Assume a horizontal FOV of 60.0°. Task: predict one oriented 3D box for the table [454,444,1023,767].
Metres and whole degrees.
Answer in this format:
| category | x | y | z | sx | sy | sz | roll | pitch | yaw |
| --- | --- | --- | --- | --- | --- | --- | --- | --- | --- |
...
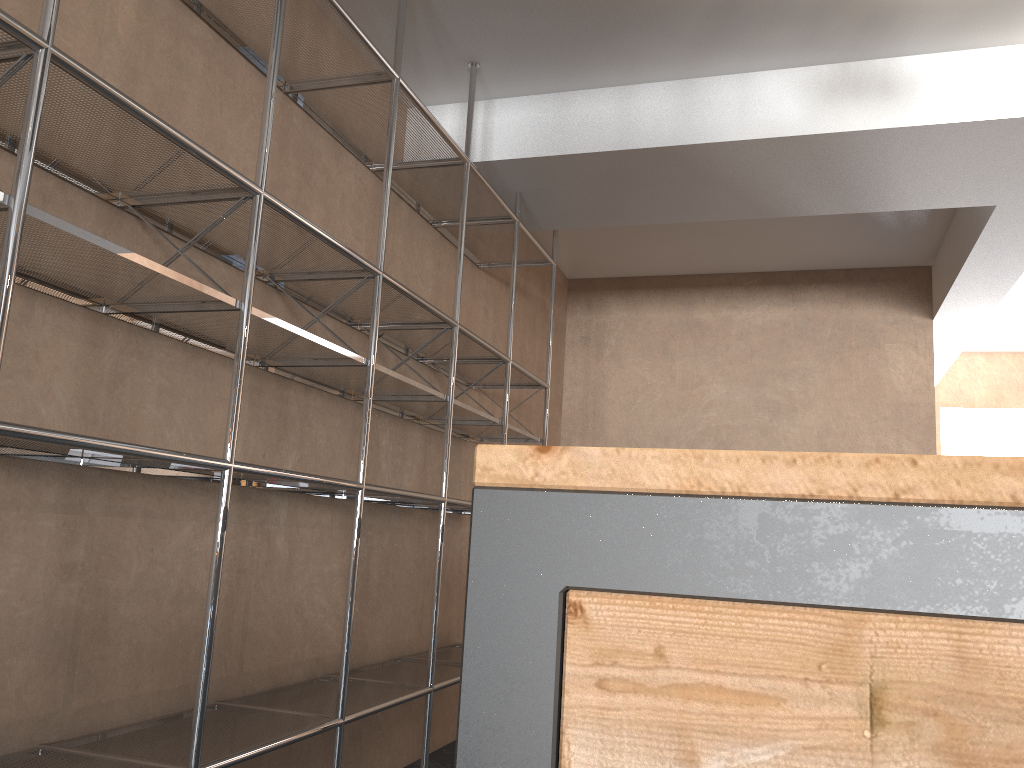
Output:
| category | x | y | z | sx | sy | sz | roll | pitch | yaw |
| --- | --- | --- | --- | --- | --- | --- | --- | --- | --- |
| table | 0.554 | 0.514 | 0.365 | 1.185 | 0.928 | 5.996 | 0 | -11 | 18 |
